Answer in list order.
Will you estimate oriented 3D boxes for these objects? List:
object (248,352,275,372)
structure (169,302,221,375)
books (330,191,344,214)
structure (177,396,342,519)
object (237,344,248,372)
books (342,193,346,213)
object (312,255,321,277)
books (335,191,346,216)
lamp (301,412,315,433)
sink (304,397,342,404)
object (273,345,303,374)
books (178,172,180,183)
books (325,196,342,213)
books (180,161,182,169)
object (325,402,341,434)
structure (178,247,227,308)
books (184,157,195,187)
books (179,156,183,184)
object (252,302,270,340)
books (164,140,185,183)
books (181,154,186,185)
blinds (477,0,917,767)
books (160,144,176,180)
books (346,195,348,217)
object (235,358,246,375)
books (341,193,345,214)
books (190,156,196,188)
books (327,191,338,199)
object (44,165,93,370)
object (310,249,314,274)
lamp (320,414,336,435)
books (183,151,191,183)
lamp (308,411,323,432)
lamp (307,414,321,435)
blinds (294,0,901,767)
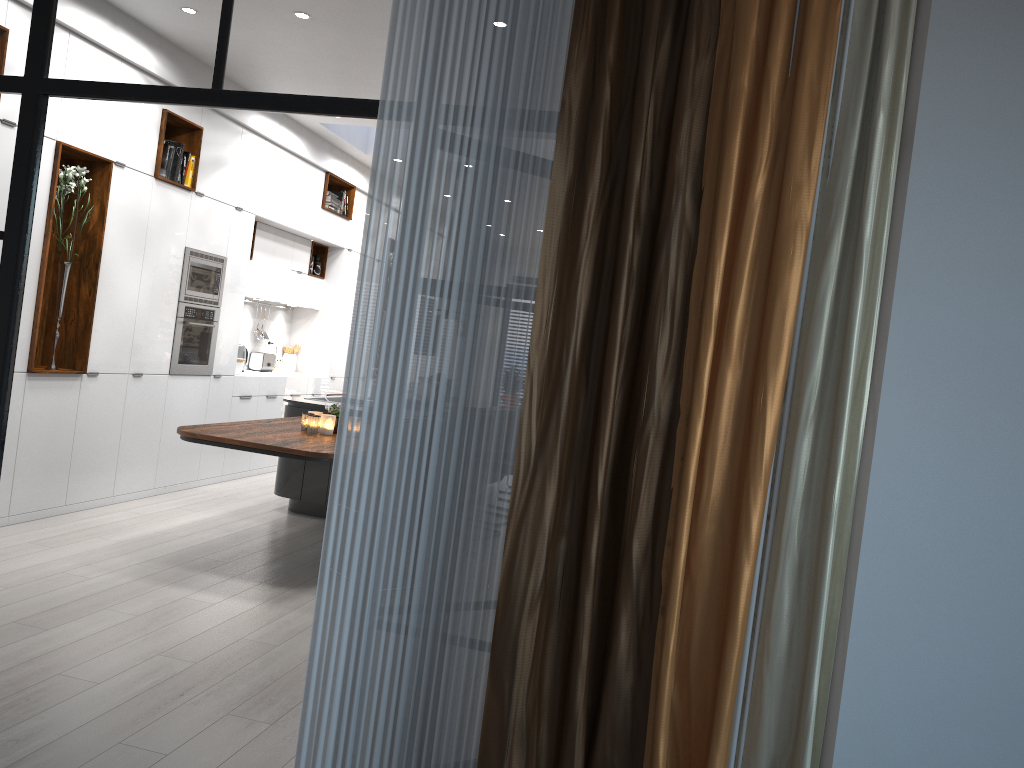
[{"bbox_3d":[-2.582,-0.226,9.182,0.177,0.195,0.260,8,1,13],"label":"object"},{"bbox_3d":[-2.758,-0.381,7.231,0.495,0.570,0.595,8,1,12],"label":"structure"},{"bbox_3d":[-1.928,-1.954,9.613,0.197,0.268,0.026,8,0,13],"label":"books"},{"bbox_3d":[-1.022,0.635,7.587,1.378,0.887,5.638,8,2,12],"label":"structure"},{"bbox_3d":[-2.654,-0.256,8.614,0.220,0.270,0.179,7,1,-35],"label":"object"},{"bbox_3d":[-1.935,-1.963,9.670,0.217,0.271,0.030,8,0,13],"label":"books"},{"bbox_3d":[-2.165,-1.303,9.765,0.124,0.231,0.123,7,1,14],"label":"object"},{"bbox_3d":[-1.921,-1.965,9.697,0.253,0.312,0.030,8,0,13],"label":"books"},{"bbox_3d":[-1.294,0.245,5.605,0.078,0.120,0.078,7,1,-5],"label":"lamp"},{"bbox_3d":[-1.372,0.219,7.451,0.485,0.152,0.738,8,2,12],"label":"sink"},{"bbox_3d":[-2.446,-0.285,9.715,0.221,0.316,0.330,8,1,12],"label":"object"},{"bbox_3d":[-2.613,-1.661,6.724,0.231,0.296,0.030,8,0,13],"label":"books"},{"bbox_3d":[-1.995,-1.911,9.409,0.279,0.137,0.345,8,1,7],"label":"books"},{"bbox_3d":[-2.611,-1.659,6.749,0.196,0.269,0.020,8,0,13],"label":"books"},{"bbox_3d":[-1.126,0.218,5.744,0.151,0.206,0.157,8,1,30],"label":"object"},{"bbox_3d":[-2.712,-0.880,7.233,0.459,0.430,0.595,8,1,12],"label":"structure"},{"bbox_3d":[-2.559,-1.640,6.852,0.184,0.244,0.033,8,0,13],"label":"books"},{"bbox_3d":[-2.624,-1.663,6.779,0.231,0.296,0.030,8,0,13],"label":"books"},{"bbox_3d":[-2.590,-0.646,9.169,0.069,0.389,0.320,7,1,14],"label":"object"},{"bbox_3d":[-2.612,-1.683,6.685,0.268,0.321,0.047,8,0,13],"label":"books"},{"bbox_3d":[-2.594,-1.643,6.800,0.191,0.253,0.026,8,0,13],"label":"books"},{"bbox_3d":[0.450,-0.105,2.123,0.811,3.044,0.254,7,0,13],"label":"blinds"},{"bbox_3d":[-2.638,-1.662,6.612,0.236,0.278,0.106,8,0,13],"label":"books"},{"bbox_3d":[-1.900,-1.960,9.773,0.210,0.267,0.026,8,0,13],"label":"books"},{"bbox_3d":[-2.633,-0.176,8.059,0.380,0.148,0.263,8,1,13],"label":"object"},{"bbox_3d":[-1.924,-1.954,9.638,0.194,0.273,0.025,8,0,13],"label":"books"},{"bbox_3d":[-2.565,-1.652,6.883,0.212,0.264,0.024,8,0,13],"label":"books"},{"bbox_3d":[-2.008,-2.005,9.393,0.250,0.047,0.307,8,2,8],"label":"books"},{"bbox_3d":[-2.898,-0.758,5.721,0.268,1.342,0.268,8,0,38],"label":"object"},{"bbox_3d":[-2.204,-1.324,9.575,0.124,0.275,0.124,7,0,1],"label":"object"},{"bbox_3d":[-1.169,0.258,5.612,0.095,0.124,0.095,7,1,5],"label":"lamp"},{"bbox_3d":[-2.596,-1.671,6.829,0.239,0.288,0.030,8,0,13],"label":"books"},{"bbox_3d":[-1.272,0.242,5.708,0.096,0.124,0.095,8,1,30],"label":"lamp"},{"bbox_3d":[-1.238,0.255,5.525,0.078,0.120,0.078,7,1,-5],"label":"lamp"},{"bbox_3d":[0.194,-0.135,2.284,1.302,3.068,0.052,7,0,13],"label":"blinds"}]
